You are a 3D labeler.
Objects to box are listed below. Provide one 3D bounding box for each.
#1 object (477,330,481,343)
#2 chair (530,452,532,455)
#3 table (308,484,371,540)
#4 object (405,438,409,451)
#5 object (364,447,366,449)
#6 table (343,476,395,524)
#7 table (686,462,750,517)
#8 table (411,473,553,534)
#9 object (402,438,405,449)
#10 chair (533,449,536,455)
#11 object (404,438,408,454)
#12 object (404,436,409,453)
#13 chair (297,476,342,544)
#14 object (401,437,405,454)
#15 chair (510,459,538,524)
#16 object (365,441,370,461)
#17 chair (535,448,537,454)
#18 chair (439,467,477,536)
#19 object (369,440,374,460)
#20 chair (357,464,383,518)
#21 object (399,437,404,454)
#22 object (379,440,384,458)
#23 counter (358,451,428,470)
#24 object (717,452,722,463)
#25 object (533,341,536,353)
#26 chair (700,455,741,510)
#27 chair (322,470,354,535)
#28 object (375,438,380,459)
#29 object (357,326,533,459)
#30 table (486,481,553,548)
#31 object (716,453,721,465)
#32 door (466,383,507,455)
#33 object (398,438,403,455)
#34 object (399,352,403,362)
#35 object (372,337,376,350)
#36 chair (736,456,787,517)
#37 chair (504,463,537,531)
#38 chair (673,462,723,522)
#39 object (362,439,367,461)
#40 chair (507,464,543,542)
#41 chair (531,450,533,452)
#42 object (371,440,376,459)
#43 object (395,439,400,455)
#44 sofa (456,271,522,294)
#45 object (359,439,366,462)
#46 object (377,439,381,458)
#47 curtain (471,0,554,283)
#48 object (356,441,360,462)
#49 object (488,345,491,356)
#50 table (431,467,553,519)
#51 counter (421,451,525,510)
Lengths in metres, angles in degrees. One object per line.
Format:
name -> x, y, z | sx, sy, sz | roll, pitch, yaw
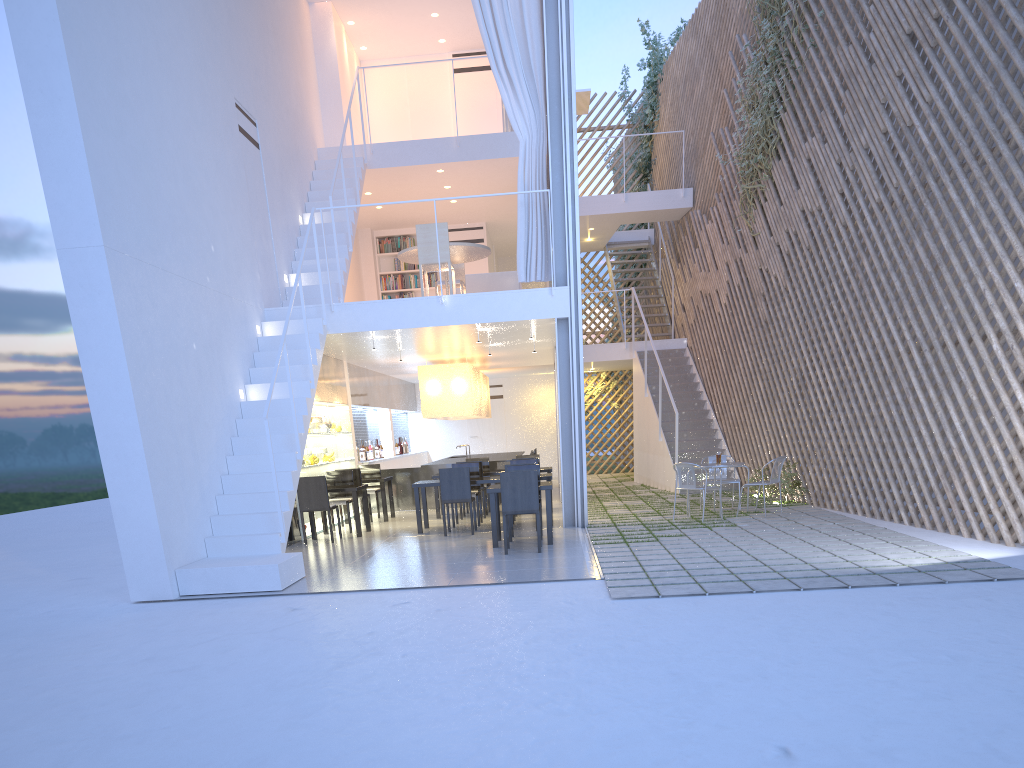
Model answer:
object -> -0.214, -0.305, 5.242 | 0.029, 0.085, 0.026 | 1, 16, 14
chair -> 0.069, 0.841, 7.416 | 0.241, 0.470, 0.173 | -2, 14, 4
table -> -1.174, 0.867, 5.598 | 0.360, 0.355, 0.328 | -3, 8, 3
object -> -1.249, 0.727, 9.716 | 0.043, 0.199, 0.039 | 1, 17, 15
object -> -1.436, 0.510, 6.586 | 0.067, 0.304, 2.033 | -2, -3, 3
table -> -1.132, 0.913, 6.482 | 0.360, 0.355, 0.328 | -3, 8, 3
table -> 1.362, 0.699, 5.455 | 0.337, 0.357, 0.336 | -9, 9, -34
table -> -0.180, 0.802, 5.537 | 0.917, 0.355, 0.328 | -4, 8, 3
object -> -1.265, 0.719, 9.546 | 0.043, 0.200, 0.043 | -16, 21, -39
chair -> 0.127, 0.890, 8.376 | 0.240, 0.470, 0.173 | -3, 14, 0
object -> -1.247, 0.721, 9.597 | 0.046, 0.200, 0.041 | -2, 16, 3
object -> -1.253, 0.715, 9.654 | 0.045, 0.217, 0.043 | 12, 22, 42
chair -> -1.241, 0.808, 5.309 | 0.192, 0.469, 0.218 | -3, 13, 3
object -> -1.269, 0.708, 9.475 | 0.046, 0.217, 0.042 | -2, 16, 4
chair -> 0.088, 0.745, 5.690 | 0.192, 0.469, 0.218 | -3, 13, 3
object -> -1.417, 0.503, 6.513 | 0.058, 0.309, 2.303 | -2, -3, 4
chair -> 0.146, 0.906, 8.696 | 0.241, 0.470, 0.173 | -2, 14, 5
chair -> -0.342, 0.749, 5.272 | 0.192, 0.469, 0.218 | -3, 13, 3
object -> -1.346, 0.629, 7.827 | 0.044, 0.199, 0.039 | -2, 16, 4
chair -> -1.173, 0.881, 6.718 | 0.192, 0.469, 0.218 | -3, 13, 3
object -> -1.270, 0.702, 9.393 | 0.046, 0.218, 0.042 | -2, 16, 3
object -> -1.318, 0.657, 8.292 | 0.041, 0.195, 0.039 | -11, 18, -25
counter -> -1.266, 1.007, 8.938 | 0.233, 0.456, 3.448 | -3, -3, 3
object -> 1.380, 0.489, 5.484 | 0.030, 0.082, 0.030 | -16, 19, -40
object -> 0.167, -0.278, 6.162 | 0.029, 0.085, 0.026 | 1, 16, 14
chair -> 1.445, 0.688, 5.741 | 0.263, 0.407, 0.227 | -3, 12, 3
chair -> -1.218, 0.833, 5.786 | 0.192, 0.469, 0.218 | -3, 13, 3
object -> -1.326, 0.634, 8.064 | 0.046, 0.217, 0.042 | -2, 16, 4
object -> -0.671, 0.165, 6.221 | 1.674, 0.873, 1.744 | -4, 1, 1
table -> 0.057, 0.740, 4.681 | 0.360, 0.355, 0.328 | -3, 8, 3
object -> 1.331, 0.483, 5.306 | 0.030, 0.082, 0.030 | -16, 19, -40
door -> -1.008, 0.536, 8.005 | 0.480, 1.245, 5.226 | 1, -1, 16
object -> -1.260, 0.699, 9.252 | 0.044, 0.207, 0.042 | -5, 16, -6
object -> -0.844, -0.211, 6.225 | 0.029, 0.085, 0.026 | 1, 16, 14
object -> -0.889, -0.260, 5.285 | 0.029, 0.085, 0.026 | 1, 16, 14
chair -> 1.611, 0.651, 5.249 | 0.242, 0.407, 0.248 | 8, 16, 42
chair -> 0.067, 0.722, 5.246 | 0.192, 0.469, 0.218 | -3, 13, 3
chair -> 1.156, 0.676, 5.199 | 0.237, 0.407, 0.253 | -14, 15, -41
object -> -1.408, 0.506, 6.541 | 0.106, 0.304, 1.964 | -2, -2, 5
chair -> 0.074, 0.699, 4.823 | 0.192, 0.469, 0.218 | -3, 13, 3
chair -> 0.093, 0.874, 8.057 | 0.240, 0.470, 0.174 | -4, 14, -2
object -> -1.347, 0.637, 7.947 | 0.043, 0.200, 0.043 | -16, 20, -38
object -> -1.281, 0.702, 9.154 | 0.041, 0.195, 0.039 | -11, 18, -25
sofa -> -0.166, -0.622, 6.715 | 0.500, 0.390, 0.932 | -3, 0, 3
object -> -1.411, 0.504, 6.497 | 0.047, 0.305, 1.891 | -2, -2, 3
object -> -1.338, 0.648, 8.225 | 0.044, 0.207, 0.042 | -5, 16, -6
curtain -> -0.074, -1.841, 4.571 | 0.516, 2.593, 0.088 | -3, 17, 0
object -> -1.441, 0.502, 6.435 | 0.046, 0.305, 1.774 | -2, -2, 4
object -> -0.168, -0.256, 6.183 | 0.029, 0.085, 0.026 | 1, 16, 14
table -> -0.137, 0.847, 6.421 | 0.917, 0.355, 0.328 | -4, 8, 3
counter -> -0.308, 0.933, 8.283 | 0.816, 0.395, 2.388 | -3, -3, 3
